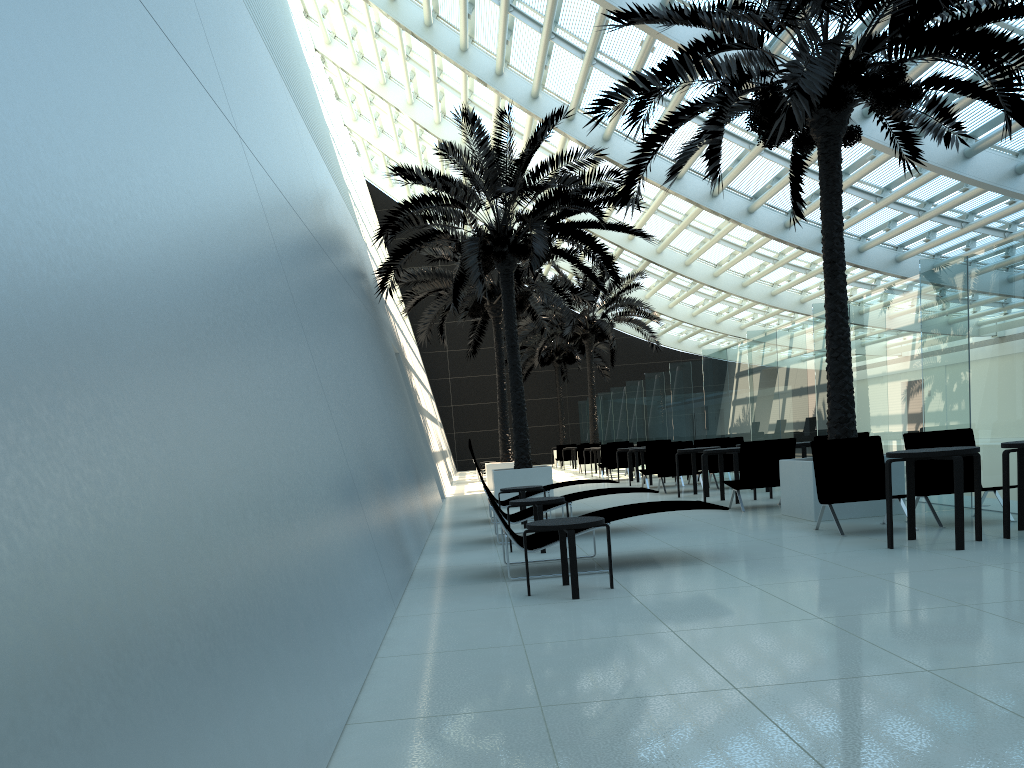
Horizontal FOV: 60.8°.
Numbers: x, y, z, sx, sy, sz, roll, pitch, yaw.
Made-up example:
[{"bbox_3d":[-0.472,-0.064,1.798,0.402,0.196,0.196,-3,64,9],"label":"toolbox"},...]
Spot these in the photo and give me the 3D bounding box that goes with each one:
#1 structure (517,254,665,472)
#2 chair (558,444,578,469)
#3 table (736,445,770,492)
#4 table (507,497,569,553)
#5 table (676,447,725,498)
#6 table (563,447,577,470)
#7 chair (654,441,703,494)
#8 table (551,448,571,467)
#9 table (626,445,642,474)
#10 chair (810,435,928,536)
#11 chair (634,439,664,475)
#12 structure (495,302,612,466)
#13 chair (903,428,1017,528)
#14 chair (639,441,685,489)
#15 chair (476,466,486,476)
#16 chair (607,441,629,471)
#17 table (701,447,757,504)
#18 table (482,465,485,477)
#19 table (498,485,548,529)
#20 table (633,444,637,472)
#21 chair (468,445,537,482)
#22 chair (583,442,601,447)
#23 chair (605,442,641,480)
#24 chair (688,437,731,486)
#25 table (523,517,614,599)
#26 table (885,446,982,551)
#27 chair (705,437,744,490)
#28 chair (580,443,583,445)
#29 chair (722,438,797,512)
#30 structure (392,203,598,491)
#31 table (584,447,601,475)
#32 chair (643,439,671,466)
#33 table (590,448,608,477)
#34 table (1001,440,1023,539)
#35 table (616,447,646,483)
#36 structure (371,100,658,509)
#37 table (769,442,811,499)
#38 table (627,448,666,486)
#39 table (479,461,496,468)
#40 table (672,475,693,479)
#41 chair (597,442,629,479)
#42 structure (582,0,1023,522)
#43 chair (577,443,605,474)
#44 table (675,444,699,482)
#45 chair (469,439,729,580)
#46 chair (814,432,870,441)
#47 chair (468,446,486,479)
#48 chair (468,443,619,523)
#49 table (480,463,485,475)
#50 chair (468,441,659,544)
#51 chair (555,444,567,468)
[{"bbox_3d":[2.500,-0.668,28.519,4.810,7.082,4.411,-5,4,-9],"label":"structure"},{"bbox_3d":[2.134,2.684,32.352,0.716,0.895,0.882,-5,1,-3],"label":"chair"},{"bbox_3d":[4.013,1.355,14.182,0.683,0.787,0.671,-3,3,35],"label":"table"},{"bbox_3d":[0.269,1.419,8.801,0.556,0.521,0.547,-4,1,40],"label":"table"},{"bbox_3d":[3.048,1.430,14.142,0.683,0.787,0.671,-3,3,35],"label":"table"},{"bbox_3d":[2.197,2.648,31.056,0.683,0.787,0.671,-3,3,35],"label":"table"},{"bbox_3d":[2.985,1.466,15.426,0.716,0.895,0.882,-5,1,-3],"label":"chair"},{"bbox_3d":[1.978,2.949,35.231,0.682,0.787,0.672,-2,3,44],"label":"table"},{"bbox_3d":[3.510,2.063,23.998,0.682,0.787,0.671,-3,3,40],"label":"table"},{"bbox_3d":[3.347,0.947,8.218,0.716,0.895,0.882,-5,1,-3],"label":"chair"},{"bbox_3d":[3.558,1.922,22.815,0.716,0.895,0.882,-5,1,-3],"label":"chair"},{"bbox_3d":[2.117,-0.083,36.663,4.424,7.080,4.799,-6,4,-24],"label":"structure"},{"bbox_3d":[4.276,0.875,8.256,0.716,0.895,0.882,-5,1,-3],"label":"chair"},{"bbox_3d":[2.914,1.588,17.136,0.716,0.895,0.882,-5,1,-3],"label":"chair"},{"bbox_3d":[-0.539,2.728,31.928,2.035,1.168,0.915,-5,3,-2],"label":"chair"},{"bbox_3d":[3.349,2.203,26.699,0.716,0.895,0.882,-5,1,-3],"label":"chair"},{"bbox_3d":[3.120,1.314,12.525,0.682,0.787,0.671,-3,3,40],"label":"table"},{"bbox_3d":[-0.573,2.625,25.564,0.556,0.521,0.547,-4,1,35],"label":"table"},{"bbox_3d":[0.140,1.604,11.372,0.556,0.521,0.547,-4,1,40],"label":"table"},{"bbox_3d":[3.448,2.165,25.429,0.683,0.787,0.671,-3,3,35],"label":"table"},{"bbox_3d":[-0.277,2.352,26.704,2.035,1.168,0.915,-5,3,-2],"label":"chair"},{"bbox_3d":[3.063,2.612,32.389,0.716,0.895,0.882,-5,1,-3],"label":"chair"},{"bbox_3d":[2.701,1.873,21.080,0.716,0.895,0.882,-5,1,-3],"label":"chair"},{"bbox_3d":[3.842,1.516,17.174,0.716,0.895,0.882,-5,1,-3],"label":"chair"},{"bbox_3d":[0.399,1.233,6.229,0.556,0.521,0.547,-4,1,40],"label":"table"},{"bbox_3d":[3.404,0.919,7.048,0.682,0.787,0.672,-2,3,44],"label":"table"},{"bbox_3d":[3.914,1.394,15.464,0.716,0.895,0.882,-5,1,-3],"label":"chair"},{"bbox_3d":[2.992,2.734,34.087,0.716,0.895,0.882,-5,1,-3],"label":"chair"},{"bbox_3d":[3.205,1.171,11.344,0.716,0.895,0.882,-5,1,-3],"label":"chair"},{"bbox_3d":[-0.466,-0.881,20.968,4.305,6.954,4.570,-2,4,31],"label":"structure"},{"bbox_3d":[2.482,2.240,25.390,0.683,0.787,0.671,-3,3,35],"label":"table"},{"bbox_3d":[3.629,1.801,21.118,0.716,0.895,0.882,-5,1,-3],"label":"chair"},{"bbox_3d":[2.545,2.137,23.959,0.682,0.787,0.671,-3,3,40],"label":"table"},{"bbox_3d":[4.370,0.845,7.088,0.682,0.787,0.672,-2,3,44],"label":"table"},{"bbox_3d":[2.764,1.836,19.784,0.683,0.787,0.671,-3,3,35],"label":"table"},{"bbox_3d":[0.042,-1.298,14.980,4.608,6.894,4.268,-6,4,-24],"label":"structure"},{"bbox_3d":[4.085,1.240,12.564,0.682,0.787,0.671,-3,3,40],"label":"table"},{"bbox_3d":[2.829,1.731,18.318,0.682,0.787,0.671,-3,3,40],"label":"table"},{"bbox_3d":[-0.836,3.001,30.787,0.556,0.521,0.547,-4,1,40],"label":"table"},{"bbox_3d":[3.729,1.761,19.823,0.683,0.787,0.671,-3,3,35],"label":"table"},{"bbox_3d":[2.630,1.994,22.778,0.716,0.895,0.882,-5,1,-3],"label":"chair"},{"bbox_3d":[3.468,-2.046,9.380,4.837,7.082,4.387,-4,4,16],"label":"structure"},{"bbox_3d":[2.420,2.275,26.662,0.716,0.895,0.882,-5,1,-3],"label":"chair"},{"bbox_3d":[3.794,1.657,18.357,0.682,0.787,0.671,-3,3,40],"label":"table"},{"bbox_3d":[0.695,0.960,7.370,2.035,1.168,0.915,-5,3,-2],"label":"chair"},{"bbox_3d":[4.133,1.099,11.382,0.716,0.895,0.882,-5,1,-3],"label":"chair"},{"bbox_3d":[-0.406,2.537,29.276,2.035,1.168,0.915,-5,3,-2],"label":"chair"},{"bbox_3d":[0.437,1.330,12.513,2.035,1.168,0.915,-5,3,-2],"label":"chair"},{"bbox_3d":[-0.703,2.811,28.135,0.556,0.521,0.547,-4,1,40],"label":"table"},{"bbox_3d":[0.566,1.145,9.941,2.035,1.168,0.915,-5,3,-2],"label":"chair"},{"bbox_3d":[2.063,2.805,34.050,0.716,0.895,0.882,-5,1,-3],"label":"chair"}]
